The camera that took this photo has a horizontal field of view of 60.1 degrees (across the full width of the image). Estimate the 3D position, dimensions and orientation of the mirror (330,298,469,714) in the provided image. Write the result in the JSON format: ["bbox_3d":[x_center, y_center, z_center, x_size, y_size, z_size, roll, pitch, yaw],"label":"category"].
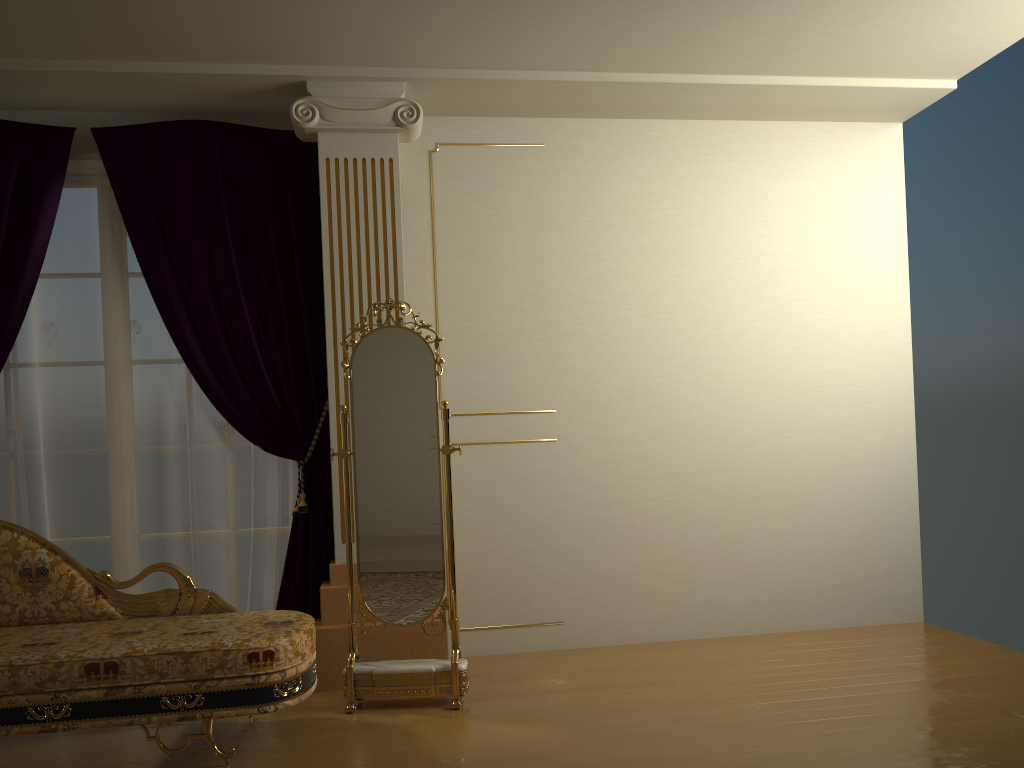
[{"bbox_3d":[-0.474,0.488,3.689,0.541,1.698,0.243,-2,0,1],"label":"mirror"}]

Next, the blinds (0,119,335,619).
[{"bbox_3d":[-1.927,0.110,4.147,2.234,2.650,0.339,-2,0,-8],"label":"blinds"}]

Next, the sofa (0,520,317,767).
[{"bbox_3d":[-1.679,0.918,3.201,1.892,0.870,0.695,-2,-2,-9],"label":"sofa"}]
